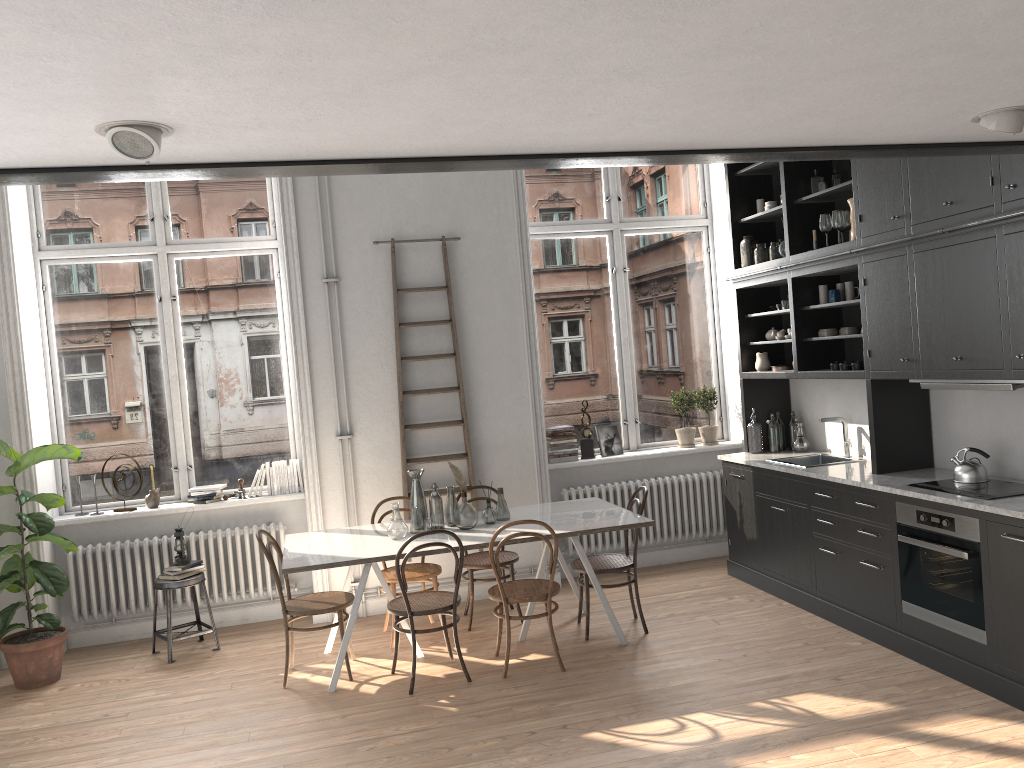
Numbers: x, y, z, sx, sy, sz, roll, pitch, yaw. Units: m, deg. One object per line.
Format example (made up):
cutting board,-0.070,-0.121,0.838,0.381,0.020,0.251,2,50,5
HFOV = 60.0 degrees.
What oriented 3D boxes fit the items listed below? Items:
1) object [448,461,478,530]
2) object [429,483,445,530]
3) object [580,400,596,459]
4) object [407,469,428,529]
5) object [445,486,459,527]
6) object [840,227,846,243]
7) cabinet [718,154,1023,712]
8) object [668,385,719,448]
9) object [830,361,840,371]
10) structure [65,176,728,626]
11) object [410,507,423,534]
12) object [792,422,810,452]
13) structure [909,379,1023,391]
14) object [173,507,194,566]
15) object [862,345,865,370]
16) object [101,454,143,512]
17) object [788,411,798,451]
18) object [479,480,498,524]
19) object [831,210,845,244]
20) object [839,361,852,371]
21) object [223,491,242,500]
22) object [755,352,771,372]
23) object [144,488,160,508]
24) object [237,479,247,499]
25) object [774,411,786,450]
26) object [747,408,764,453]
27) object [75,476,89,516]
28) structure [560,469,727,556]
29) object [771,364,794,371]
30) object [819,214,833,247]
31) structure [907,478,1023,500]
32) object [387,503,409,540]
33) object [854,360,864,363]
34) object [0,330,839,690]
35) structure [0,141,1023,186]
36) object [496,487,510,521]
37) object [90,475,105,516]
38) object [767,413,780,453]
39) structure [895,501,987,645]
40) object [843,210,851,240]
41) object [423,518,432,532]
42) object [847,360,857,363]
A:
object,-0.304,0.695,5.613,0.157,0.446,0.157,-5,2,5
object,-0.485,0.781,5.662,0.086,0.301,0.086,-6,2,-28
object,0.619,0.376,7.391,0.122,0.488,0.102,-4,2,11
object,-0.609,0.748,5.747,0.116,0.383,0.116,-5,2,-2
object,-0.389,0.794,5.760,0.098,0.255,0.100,-6,2,-36
object,2.154,-1.004,5.791,0.083,0.221,0.083,-5,2,-21
cabinet,2.215,-0.296,5.415,0.635,3.584,3.250,-5,2,-13
object,1.571,0.274,7.619,0.500,0.524,0.234,-5,2,-24
object,2.147,-0.120,5.854,0.088,0.059,0.104,-5,2,-25
structure,-0.786,-0.536,6.799,5.181,4.475,0.340,-5,2,-13
object,-0.614,0.865,5.632,0.083,0.158,0.083,-5,2,-18
object,2.184,0.402,6.709,0.132,0.219,0.120,-5,2,-13
structure,2.541,-0.046,4.693,0.379,0.123,0.843,-5,2,-13
object,-2.288,1.057,6.172,0.163,0.383,0.154,-6,3,-40
object,2.256,-0.186,5.529,0.124,0.192,0.129,-4,2,14
object,-2.872,0.726,6.548,0.347,0.425,0.087,-4,2,19
object,2.172,0.360,6.835,0.086,0.301,0.086,-3,2,32
object,-0.152,0.761,5.731,0.106,0.283,0.107,-5,2,-18
object,2.083,-0.994,5.656,0.083,0.221,0.083,-3,2,33
object,2.166,-0.118,5.743,0.088,0.059,0.104,-6,2,-35
object,-2.136,0.849,6.742,0.088,0.048,0.153,-4,2,26
object,1.932,-0.172,6.818,0.127,0.144,0.115,-6,2,-34
object,-2.673,0.850,6.593,0.100,0.142,0.102,-6,2,-39
object,-2.045,0.791,6.705,0.048,0.153,0.088,-7,3,-43
object,2.086,0.365,6.924,0.086,0.301,0.086,-5,2,1
object,1.879,0.357,6.860,0.109,0.349,0.109,-6,2,-32
object,-3.173,0.820,6.516,0.095,0.289,0.095,-4,2,18
structure,1.128,1.053,7.357,1.577,0.552,0.194,-5,2,-13
object,2.040,-0.122,6.683,0.180,0.037,0.180,-6,2,-28
object,2.050,-0.995,5.783,0.083,0.221,0.083,-4,2,18
structure,2.464,0.546,4.679,0.427,0.011,0.592,-5,2,-13
object,-0.711,0.846,5.478,0.132,0.219,0.132,-6,2,-24
object,2.290,-0.131,5.818,0.088,0.059,0.104,-4,2,15
object,-0.616,0.791,6.026,5.826,1.843,0.792,-5,2,-8
structure,0.468,-1.297,0.890,5.926,1.213,4.157,-5,2,-13
object,-0.069,0.787,5.829,0.101,0.212,0.101,-4,2,26
object,-3.046,0.811,6.487,0.095,0.289,0.095,-4,2,9
object,2.011,0.374,6.825,0.086,0.301,0.086,-6,2,-28
structure,2.489,0.940,4.691,0.618,0.623,0.622,-5,2,-13
object,2.174,-1.003,5.710,0.083,0.221,0.083,-5,2,-14
object,-0.530,0.892,5.555,0.058,0.094,0.058,-4,2,15
object,2.270,-0.132,5.914,0.104,0.059,0.088,-5,2,-15
